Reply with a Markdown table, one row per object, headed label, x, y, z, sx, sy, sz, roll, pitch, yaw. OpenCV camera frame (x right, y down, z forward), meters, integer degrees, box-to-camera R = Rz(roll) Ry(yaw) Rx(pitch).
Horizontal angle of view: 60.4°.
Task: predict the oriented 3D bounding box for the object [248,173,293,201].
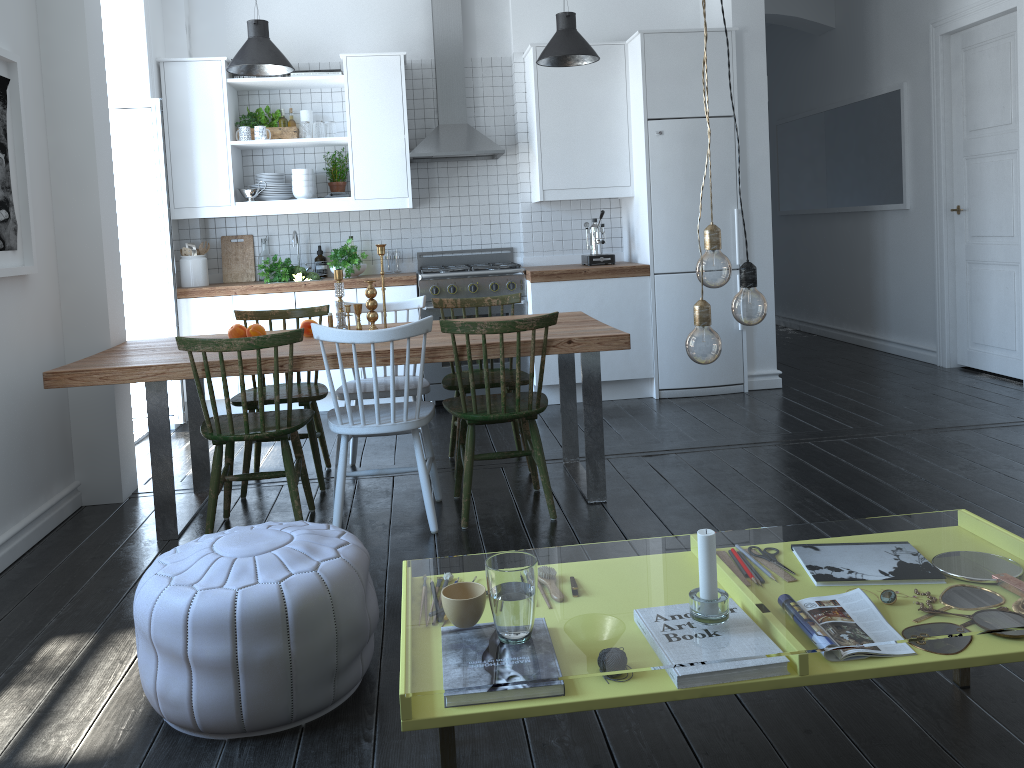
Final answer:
| label | x | y | z | sx | sy | sz | roll | pitch | yaw |
| --- | --- | --- | --- | --- | --- | --- | --- | --- | --- |
| object | -1.662 | -1.349 | 6.061 | 0.300 | 0.193 | 0.309 | -4 | 8 | -5 |

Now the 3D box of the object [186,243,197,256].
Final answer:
| label | x | y | z | sx | sy | sz | roll | pitch | yaw |
| --- | --- | --- | --- | --- | --- | --- | --- | --- | --- |
| object | -2.125 | -0.800 | 5.884 | 0.065 | 0.288 | 0.141 | -5 | 5 | -32 |

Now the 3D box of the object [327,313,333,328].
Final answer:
| label | x | y | z | sx | sy | sz | roll | pitch | yaw |
| --- | --- | --- | --- | --- | --- | --- | --- | --- | --- |
| object | -0.824 | -0.271 | 4.002 | 0.103 | 0.113 | 0.103 | -5 | 7 | -20 |

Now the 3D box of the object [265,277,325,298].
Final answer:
| label | x | y | z | sx | sy | sz | roll | pitch | yaw |
| --- | --- | --- | --- | --- | --- | --- | --- | --- | --- |
| object | -1.466 | -0.652 | 5.993 | 0.372 | 0.110 | 0.358 | -4 | 10 | -6 |

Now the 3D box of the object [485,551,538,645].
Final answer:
| label | x | y | z | sx | sy | sz | roll | pitch | yaw |
| --- | --- | --- | --- | --- | --- | --- | --- | --- | --- |
| object | 0.002 | 0.400 | 1.637 | 0.098 | 0.145 | 0.098 | 2 | 8 | 44 |

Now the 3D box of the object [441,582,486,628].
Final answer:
| label | x | y | z | sx | sy | sz | roll | pitch | yaw |
| --- | --- | --- | --- | --- | --- | --- | --- | --- | --- |
| object | -0.092 | 0.433 | 1.706 | 0.087 | 0.066 | 0.088 | 0 | 8 | 22 |

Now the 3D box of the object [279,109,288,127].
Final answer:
| label | x | y | z | sx | sy | sz | roll | pitch | yaw |
| --- | --- | --- | --- | --- | --- | --- | --- | --- | --- |
| object | -1.574 | -1.785 | 6.072 | 0.060 | 0.223 | 0.060 | -5 | 4 | -23 |

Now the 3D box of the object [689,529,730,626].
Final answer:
| label | x | y | z | sx | sy | sz | roll | pitch | yaw |
| --- | --- | --- | --- | --- | --- | --- | --- | --- | --- |
| object | 0.372 | 0.361 | 1.675 | 0.074 | 0.172 | 0.075 | -1 | 5 | 29 |

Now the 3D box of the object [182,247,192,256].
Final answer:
| label | x | y | z | sx | sy | sz | roll | pitch | yaw |
| --- | --- | --- | --- | --- | --- | --- | --- | --- | --- |
| object | -2.157 | -0.777 | 5.842 | 0.054 | 0.260 | 0.150 | -5 | 5 | -31 |

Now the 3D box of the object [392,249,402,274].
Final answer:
| label | x | y | z | sx | sy | sz | roll | pitch | yaw |
| --- | --- | --- | --- | --- | --- | --- | --- | --- | --- |
| object | -0.818 | -0.874 | 6.269 | 0.059 | 0.171 | 0.060 | -2 | 4 | 7 |

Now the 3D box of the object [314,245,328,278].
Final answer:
| label | x | y | z | sx | sy | sz | roll | pitch | yaw |
| --- | --- | --- | --- | --- | --- | --- | --- | --- | --- |
| object | -1.353 | -0.865 | 6.224 | 0.086 | 0.229 | 0.085 | -7 | 6 | -41 |

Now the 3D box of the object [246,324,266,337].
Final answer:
| label | x | y | z | sx | sy | sz | roll | pitch | yaw |
| --- | --- | --- | --- | --- | --- | --- | --- | --- | --- |
| object | -1.136 | -0.225 | 3.913 | 0.083 | 0.087 | 0.092 | -1 | 7 | 20 |

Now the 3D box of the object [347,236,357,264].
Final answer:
| label | x | y | z | sx | sy | sz | roll | pitch | yaw |
| --- | --- | --- | --- | --- | --- | --- | --- | --- | --- |
| object | -1.126 | -0.902 | 6.206 | 0.066 | 0.280 | 0.067 | -4 | 4 | -11 |

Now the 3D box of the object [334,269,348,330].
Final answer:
| label | x | y | z | sx | sy | sz | roll | pitch | yaw |
| --- | --- | --- | --- | --- | --- | --- | --- | --- | --- |
| object | -0.756 | -0.352 | 3.884 | 0.140 | 0.308 | 0.142 | 0 | 6 | 36 |

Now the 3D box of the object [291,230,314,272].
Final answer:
| label | x | y | z | sx | sy | sz | roll | pitch | yaw |
| --- | --- | --- | --- | --- | --- | --- | --- | --- | --- |
| object | -1.466 | -0.894 | 6.128 | 0.190 | 0.350 | 0.276 | -6 | 7 | -30 |

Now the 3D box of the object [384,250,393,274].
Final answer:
| label | x | y | z | sx | sy | sz | roll | pitch | yaw |
| --- | --- | --- | --- | --- | --- | --- | --- | --- | --- |
| object | -0.882 | -0.873 | 6.283 | 0.059 | 0.171 | 0.060 | -2 | 4 | 7 |

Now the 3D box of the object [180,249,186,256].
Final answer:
| label | x | y | z | sx | sy | sz | roll | pitch | yaw |
| --- | --- | --- | --- | --- | --- | --- | --- | --- | --- |
| object | -2.152 | -0.776 | 5.866 | 0.117 | 0.249 | 0.061 | -1 | 4 | 24 |

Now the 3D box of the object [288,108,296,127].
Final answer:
| label | x | y | z | sx | sy | sz | roll | pitch | yaw |
| --- | --- | --- | --- | --- | --- | --- | --- | --- | --- |
| object | -1.529 | -1.799 | 6.121 | 0.056 | 0.232 | 0.056 | -3 | 4 | -3 |

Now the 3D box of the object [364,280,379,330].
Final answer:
| label | x | y | z | sx | sy | sz | roll | pitch | yaw |
| --- | --- | --- | --- | --- | --- | --- | --- | --- | --- |
| object | -0.633 | -0.344 | 3.978 | 0.101 | 0.245 | 0.101 | -2 | 5 | 17 |

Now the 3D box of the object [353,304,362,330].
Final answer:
| label | x | y | z | sx | sy | sz | roll | pitch | yaw |
| --- | --- | --- | --- | --- | --- | --- | --- | --- | --- |
| object | -0.703 | -0.297 | 4.041 | 0.049 | 0.138 | 0.050 | -3 | 4 | -6 |

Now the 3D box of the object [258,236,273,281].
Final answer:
| label | x | y | z | sx | sy | sz | roll | pitch | yaw |
| --- | --- | --- | --- | --- | --- | --- | --- | --- | --- |
| object | -1.736 | -0.882 | 6.184 | 0.098 | 0.315 | 0.098 | -3 | 4 | -6 |

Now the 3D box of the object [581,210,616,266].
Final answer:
| label | x | y | z | sx | sy | sz | roll | pitch | yaw |
| --- | --- | --- | --- | --- | --- | --- | --- | --- | --- |
| object | 0.590 | -0.992 | 5.979 | 0.206 | 0.367 | 0.357 | -3 | 7 | -6 |

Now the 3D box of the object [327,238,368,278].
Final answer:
| label | x | y | z | sx | sy | sz | roll | pitch | yaw |
| --- | --- | --- | --- | --- | --- | --- | --- | --- | --- |
| object | -1.122 | -0.853 | 5.978 | 0.272 | 0.267 | 0.341 | -5 | 8 | -16 |

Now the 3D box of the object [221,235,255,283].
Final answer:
| label | x | y | z | sx | sy | sz | roll | pitch | yaw |
| --- | --- | --- | --- | --- | --- | --- | --- | --- | --- |
| object | -1.926 | -0.880 | 6.193 | 0.220 | 0.327 | 0.041 | -4 | 3 | -6 |

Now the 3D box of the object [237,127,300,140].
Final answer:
| label | x | y | z | sx | sy | sz | roll | pitch | yaw |
| --- | --- | --- | --- | --- | --- | --- | --- | --- | --- |
| object | -1.675 | -1.708 | 6.078 | 0.393 | 0.102 | 0.155 | -4 | 8 | -6 |

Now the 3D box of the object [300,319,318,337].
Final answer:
| label | x | y | z | sx | sy | sz | roll | pitch | yaw |
| --- | --- | --- | --- | --- | --- | --- | --- | --- | --- |
| object | -0.927 | -0.254 | 4.033 | 0.089 | 0.083 | 0.085 | -2 | 7 | 6 |

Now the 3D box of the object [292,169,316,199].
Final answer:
| label | x | y | z | sx | sy | sz | roll | pitch | yaw |
| --- | --- | --- | --- | --- | --- | --- | --- | --- | --- |
| object | -1.425 | -1.367 | 6.032 | 0.150 | 0.214 | 0.313 | -4 | 8 | -8 |

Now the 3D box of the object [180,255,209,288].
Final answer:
| label | x | y | z | sx | sy | sz | roll | pitch | yaw |
| --- | --- | --- | --- | --- | --- | --- | --- | --- | --- |
| object | -2.120 | -0.754 | 5.876 | 0.174 | 0.206 | 0.176 | -3 | 6 | -2 |

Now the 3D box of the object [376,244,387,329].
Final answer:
| label | x | y | z | sx | sy | sz | roll | pitch | yaw |
| --- | --- | --- | --- | --- | --- | --- | --- | --- | --- |
| object | -0.545 | -0.388 | 3.740 | 0.114 | 0.407 | 0.114 | -7 | 5 | -44 |

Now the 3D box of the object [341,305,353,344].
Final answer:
| label | x | y | z | sx | sy | sz | roll | pitch | yaw |
| --- | --- | --- | --- | --- | --- | --- | --- | --- | --- |
| object | -0.690 | -0.254 | 3.723 | 0.080 | 0.159 | 0.081 | 1 | 6 | 41 |

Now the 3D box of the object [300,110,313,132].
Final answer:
| label | x | y | z | sx | sy | sz | roll | pitch | yaw |
| --- | --- | --- | --- | --- | --- | --- | --- | --- | --- |
| object | -1.425 | -1.788 | 6.125 | 0.085 | 0.220 | 0.085 | -3 | 4 | 1 |

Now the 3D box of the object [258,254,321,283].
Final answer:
| label | x | y | z | sx | sy | sz | roll | pitch | yaw |
| --- | --- | --- | --- | --- | --- | --- | --- | --- | --- |
| object | -1.492 | -0.727 | 5.920 | 0.472 | 0.305 | 0.285 | -8 | 8 | -33 |

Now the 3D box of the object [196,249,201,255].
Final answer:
| label | x | y | z | sx | sy | sz | roll | pitch | yaw |
| --- | --- | --- | --- | --- | --- | --- | --- | --- | --- |
| object | -2.100 | -0.787 | 5.918 | 0.051 | 0.245 | 0.115 | -6 | 6 | -41 |

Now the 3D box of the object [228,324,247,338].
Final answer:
| label | x | y | z | sx | sy | sz | roll | pitch | yaw |
| --- | --- | --- | --- | --- | --- | --- | --- | --- | --- |
| object | -1.220 | -0.224 | 3.921 | 0.088 | 0.089 | 0.084 | -5 | 7 | -16 |

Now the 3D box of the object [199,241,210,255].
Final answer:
| label | x | y | z | sx | sy | sz | roll | pitch | yaw |
| --- | --- | --- | --- | --- | --- | --- | --- | --- | --- |
| object | -2.093 | -0.809 | 5.915 | 0.131 | 0.294 | 0.057 | -5 | 4 | -27 |
